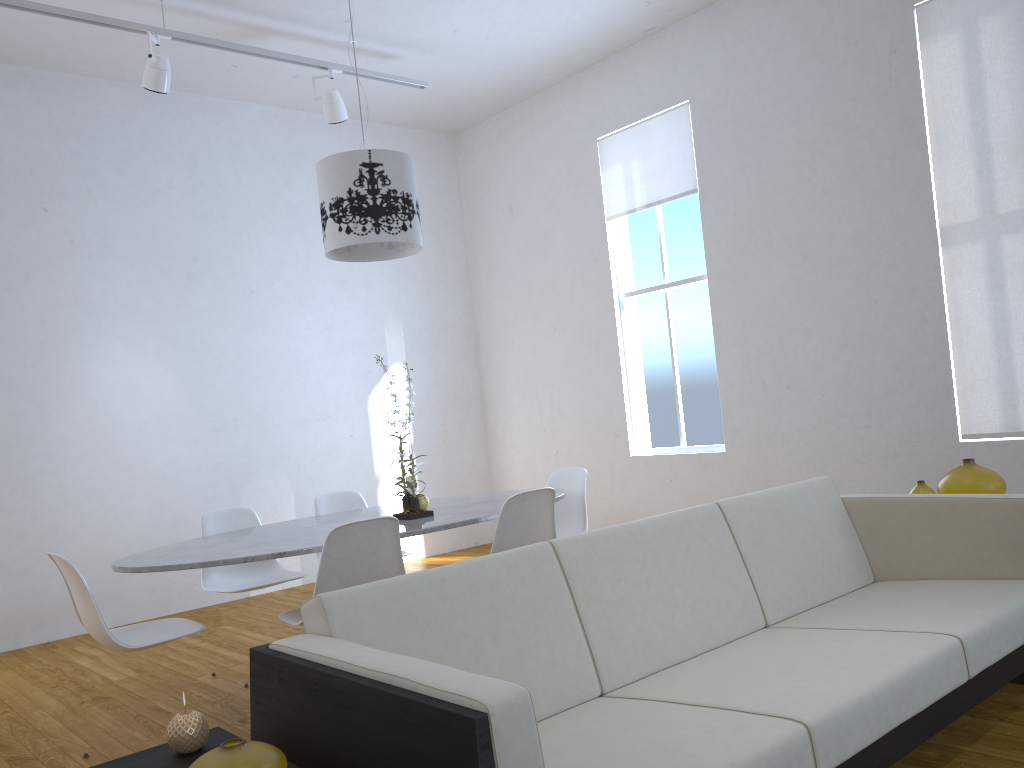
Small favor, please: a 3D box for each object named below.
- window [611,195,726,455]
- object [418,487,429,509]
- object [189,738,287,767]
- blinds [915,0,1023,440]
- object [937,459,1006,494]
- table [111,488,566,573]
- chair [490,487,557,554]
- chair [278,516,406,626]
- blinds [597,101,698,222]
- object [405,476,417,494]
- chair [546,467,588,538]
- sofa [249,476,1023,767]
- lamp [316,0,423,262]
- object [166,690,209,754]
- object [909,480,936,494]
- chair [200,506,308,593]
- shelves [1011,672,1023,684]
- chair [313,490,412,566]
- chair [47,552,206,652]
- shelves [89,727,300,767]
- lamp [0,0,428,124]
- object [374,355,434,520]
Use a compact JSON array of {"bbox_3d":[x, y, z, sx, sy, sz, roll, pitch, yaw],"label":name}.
[{"bbox_3d":[0.988,-0.620,5.660,0.073,2.128,0.776,-6,0,-41],"label":"window"},{"bbox_3d":[-0.381,0.480,3.721,0.063,0.091,0.062,-6,-1,7],"label":"object"},{"bbox_3d":[-0.403,0.568,1.293,0.146,0.090,0.147,-6,-2,1],"label":"object"},{"bbox_3d":[2.307,-0.816,3.992,0.007,2.110,0.763,-6,0,-41],"label":"blinds"},{"bbox_3d":[1.551,0.361,2.992,0.207,0.215,0.207,-6,-1,1],"label":"object"},{"bbox_3d":[-0.534,0.847,3.495,1.907,0.622,1.073,-4,-2,-42],"label":"table"},{"bbox_3d":[-0.036,0.579,3.386,0.405,0.351,0.420,-5,-2,-41],"label":"chair"},{"bbox_3d":[-0.563,0.619,2.960,0.405,0.351,0.420,-5,-2,-37],"label":"chair"},{"bbox_3d":[0.846,-1.387,5.610,0.007,0.556,0.763,-6,-1,-41],"label":"blinds"},{"bbox_3d":[-0.413,0.438,3.662,0.059,0.176,0.059,-6,0,34],"label":"object"},{"bbox_3d":[0.144,0.586,4.109,0.418,0.351,0.406,-5,-2,-39],"label":"chair"},{"bbox_3d":[0.996,0.601,1.589,5.329,0.679,9.742,-4,-3,-41],"label":"sofa"},{"bbox_3d":[-0.643,-1.303,3.628,0.400,1.537,0.399,-6,0,16],"label":"lamp"},{"bbox_3d":[-0.569,0.587,1.550,0.071,0.104,0.071,-6,-1,-14],"label":"object"},{"bbox_3d":[1.384,0.406,2.984,0.095,0.160,0.096,-6,-1,1],"label":"object"},{"bbox_3d":[-1.129,0.709,3.811,0.405,0.351,0.420,-5,-2,-42],"label":"chair"},{"bbox_3d":[1.531,0.697,2.958,0.349,0.451,0.731,-5,-2,-41],"label":"shelves"},{"bbox_3d":[-0.718,0.678,4.149,0.405,0.351,0.420,-5,-2,-38],"label":"chair"},{"bbox_3d":[-1.260,0.690,2.897,0.418,0.351,0.406,-5,-2,-39],"label":"chair"},{"bbox_3d":[-0.423,0.841,1.272,0.349,0.451,0.731,-5,-2,-41],"label":"shelves"},{"bbox_3d":[-1.710,-1.680,4.455,3.113,0.486,0.205,-4,-2,-43],"label":"lamp"},{"bbox_3d":[-0.422,0.205,3.432,0.166,0.638,0.202,-6,0,-13],"label":"object"}]
